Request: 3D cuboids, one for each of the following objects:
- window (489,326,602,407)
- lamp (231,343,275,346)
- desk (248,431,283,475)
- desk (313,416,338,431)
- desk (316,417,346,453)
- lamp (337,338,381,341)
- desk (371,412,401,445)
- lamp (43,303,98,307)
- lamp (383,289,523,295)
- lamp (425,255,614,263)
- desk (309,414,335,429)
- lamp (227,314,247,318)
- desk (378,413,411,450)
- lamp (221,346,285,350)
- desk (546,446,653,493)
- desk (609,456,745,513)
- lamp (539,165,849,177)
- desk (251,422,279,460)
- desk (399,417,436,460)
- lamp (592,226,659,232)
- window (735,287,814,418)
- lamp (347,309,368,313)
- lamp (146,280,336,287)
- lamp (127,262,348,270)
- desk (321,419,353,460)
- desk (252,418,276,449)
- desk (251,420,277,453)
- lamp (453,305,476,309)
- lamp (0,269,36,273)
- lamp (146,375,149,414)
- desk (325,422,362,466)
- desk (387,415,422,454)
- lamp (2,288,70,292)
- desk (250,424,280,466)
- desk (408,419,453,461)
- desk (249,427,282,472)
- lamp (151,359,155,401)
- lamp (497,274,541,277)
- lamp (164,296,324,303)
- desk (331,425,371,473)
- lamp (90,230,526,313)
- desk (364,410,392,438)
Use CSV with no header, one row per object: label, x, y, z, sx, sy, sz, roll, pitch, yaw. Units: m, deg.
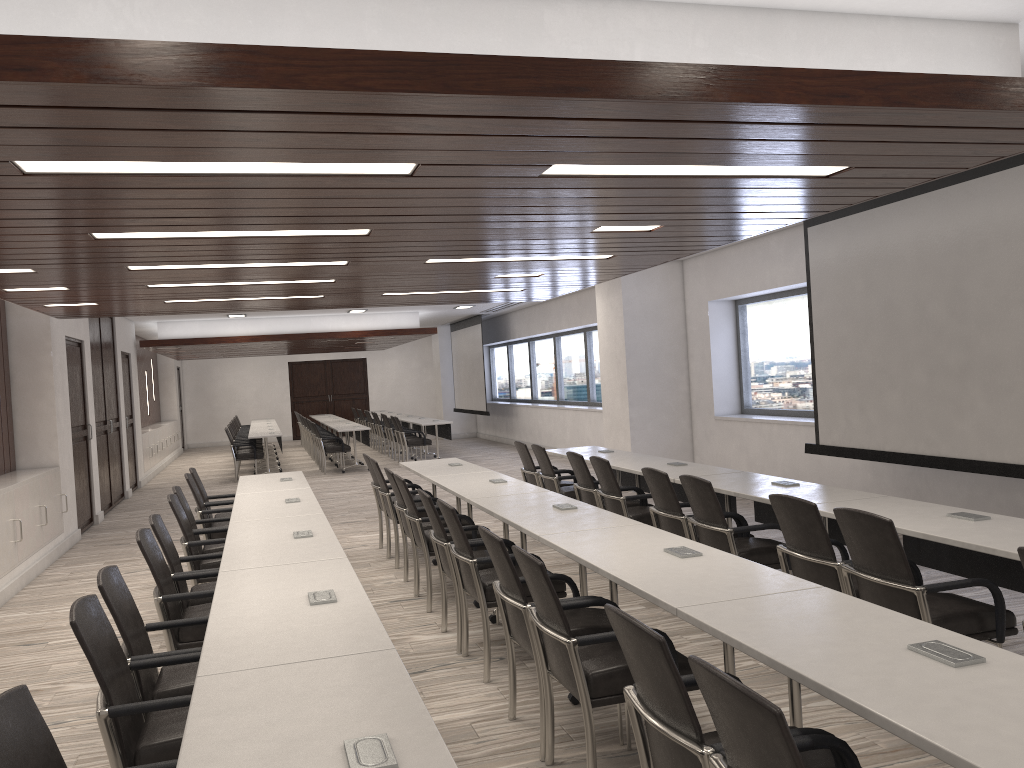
window,0.942,-0.302,17.821,0.118,1.419,10.452,-4,1,-16
lamp,-5.082,-0.799,17.354,1.496,0.045,0.236,-4,1,-16
desk,-4.430,1.280,16.003,0.577,0.795,1.509,-4,1,-16
desk,-4.644,1.219,22.270,0.577,0.795,1.509,-4,1,-16
desk,-4.225,1.211,20.803,0.577,0.795,1.509,-4,1,-16
lamp,-3.105,-0.925,17.920,1.496,0.045,0.236,-4,1,-16
desk,-3.208,1.127,22.681,0.577,0.795,1.509,-4,1,-16
lamp,-4.055,-0.752,8.145,0.464,0.045,0.236,-4,1,-16
lamp,-0.594,-0.973,9.135,1.496,0.045,0.236,-4,1,-16
lamp,0.071,-0.985,6.808,1.496,0.045,0.236,-4,1,-16
desk,-5.063,1.227,23.734,0.577,0.795,1.509,-4,1,-16
lamp,-4.915,-1.270,15.833,0.324,0.120,0.519,-4,1,-16
desk,-2.788,1.119,21.215,0.577,0.795,1.509,-4,1,-16
lamp,-5.505,-0.791,18.835,1.496,0.045,0.236,-4,1,-16
desk,0.822,1.052,8.582,0.577,0.795,1.509,-4,1,-16
desk,1.240,1.044,7.118,0.577,0.795,1.509,-4,1,-16
lamp,0.898,-1.324,9.729,1.499,0.552,12.001,-3,1,1
desk,-5.683,1.304,20.386,0.577,0.795,1.509,-4,1,-16
desk,-1.954,1.104,18.295,0.577,0.795,1.509,-4,1,-16
lamp,0.724,-1.010,5.622,0.421,0.046,0.236,-4,1,-16
window,3.830,-0.356,7.713,0.118,1.419,6.968,-4,1,-16
lamp,-2.864,-1.400,16.421,0.324,0.120,0.519,-4,1,-16
lamp,-2.209,-0.853,7.300,1.496,0.045,0.236,-4,1,-16
lamp,-1.907,-0.859,6.242,1.496,0.045,0.236,-4,1,-16
desk,-3.807,1.203,19.339,0.577,0.795,1.509,-4,1,-16
desk,-6.520,1.320,23.317,0.577,0.795,1.509,-4,1,-16
desk,-6.102,1.312,21.853,0.577,0.795,1.509,-4,1,-16
lamp,-0.914,-1.525,16.978,0.324,0.120,0.519,-4,1,-16
lamp,-3.390,-0.765,5.818,0.464,0.045,0.236,-4,1,-16
lamp,-8.580,0.212,20.727,0.094,1.058,0.236,-4,1,-16
desk,-3.391,1.195,17.884,0.577,0.795,1.509,-4,1,-16
desk,-2.370,1.112,19.750,0.577,0.795,1.509,-4,1,-16
lamp,-3.692,-0.759,6.875,0.464,0.045,0.236,-4,1,-16
desk,-5.264,1.296,18.922,0.577,0.795,1.509,-4,1,-16
desk,-1.536,1.096,16.831,0.577,0.795,1.509,-4,1,-16
desk,-4.849,1.288,17.467,0.577,0.795,1.509,-4,1,-16
lamp,-8.961,-0.099,21.992,0.094,1.058,0.236,-4,1,-16
lamp,0.059,-0.998,7.949,0.421,0.046,0.236,-4,1,-16
lamp,-2.572,-0.847,8.569,1.496,0.045,0.236,-4,1,-16
desk,-2.972,1.187,16.420,0.577,0.795,1.509,-4,1,-16
lamp,-0.767,-1.246,11.673,1.469,0.552,14.295,-3,1,7
desk,-3.626,1.135,24.145,0.577,0.795,1.509,-4,1,-16
